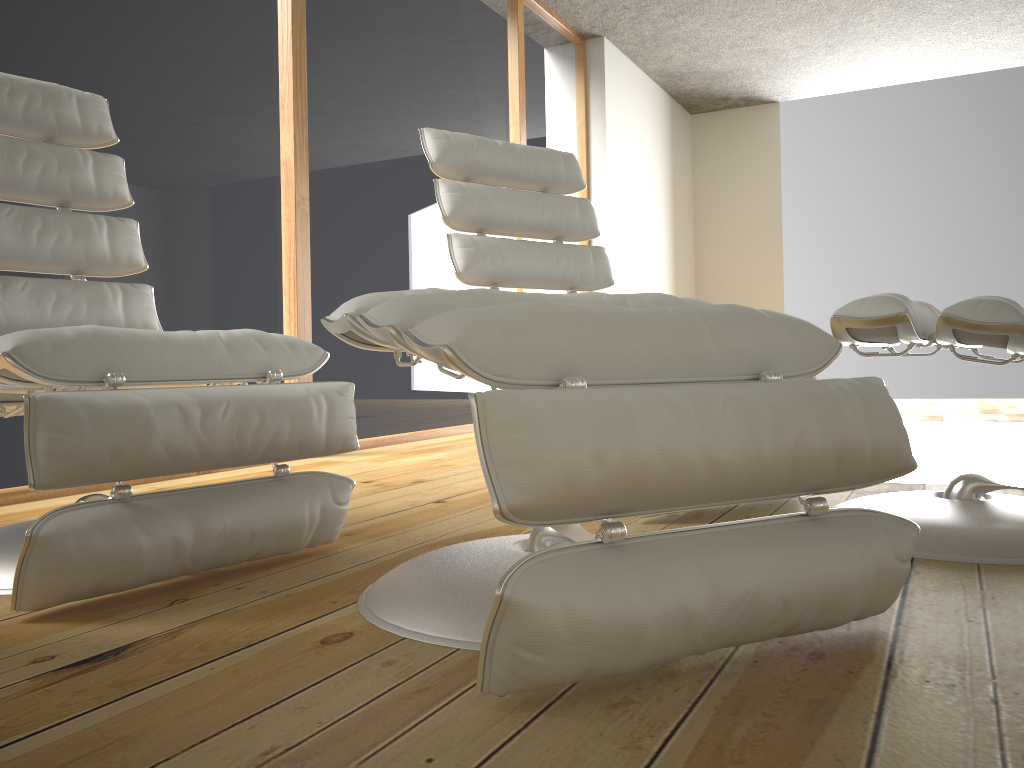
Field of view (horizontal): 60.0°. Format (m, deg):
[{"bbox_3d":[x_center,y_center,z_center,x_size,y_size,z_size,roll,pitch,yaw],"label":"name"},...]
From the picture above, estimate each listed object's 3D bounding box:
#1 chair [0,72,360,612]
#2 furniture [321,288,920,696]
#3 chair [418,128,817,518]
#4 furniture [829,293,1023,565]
[{"bbox_3d":[-0.782,-0.178,1.602,0.913,0.969,0.569,-1,0,37],"label":"chair"},{"bbox_3d":[0.085,0.077,1.208,0.570,0.439,0.686,-1,1,-28],"label":"furniture"},{"bbox_3d":[0.233,-0.212,2.231,0.570,0.969,0.913,-1,0,-38],"label":"chair"},{"bbox_3d":[0.885,0.053,1.602,0.686,0.439,0.570,-1,1,33],"label":"furniture"}]
